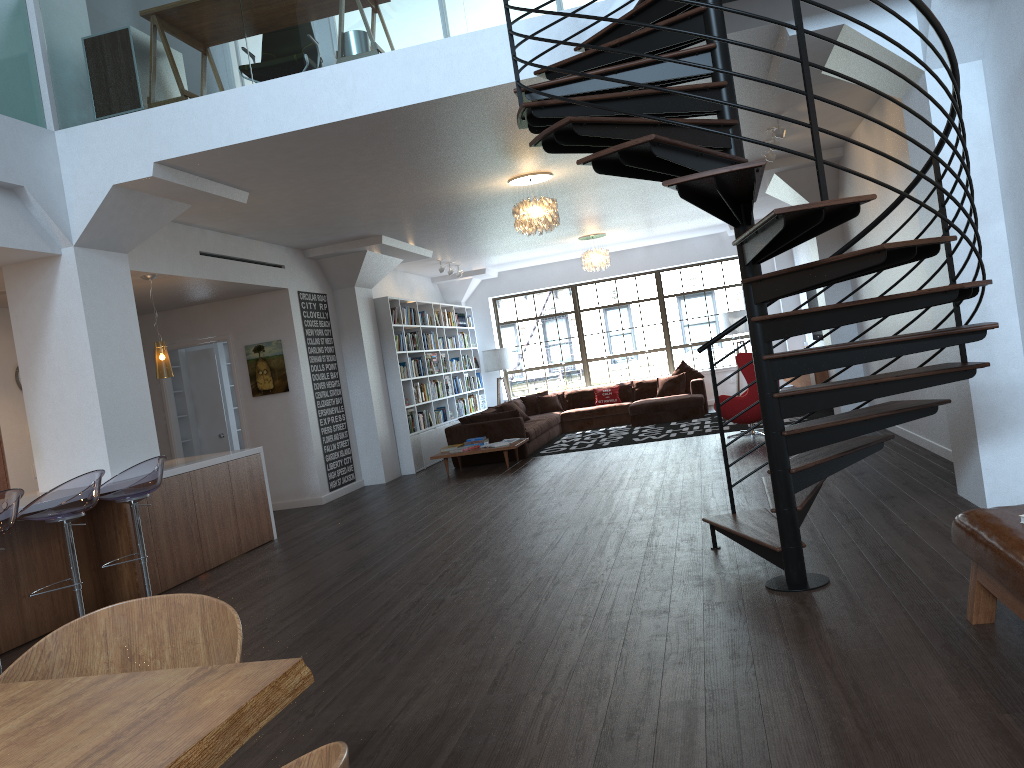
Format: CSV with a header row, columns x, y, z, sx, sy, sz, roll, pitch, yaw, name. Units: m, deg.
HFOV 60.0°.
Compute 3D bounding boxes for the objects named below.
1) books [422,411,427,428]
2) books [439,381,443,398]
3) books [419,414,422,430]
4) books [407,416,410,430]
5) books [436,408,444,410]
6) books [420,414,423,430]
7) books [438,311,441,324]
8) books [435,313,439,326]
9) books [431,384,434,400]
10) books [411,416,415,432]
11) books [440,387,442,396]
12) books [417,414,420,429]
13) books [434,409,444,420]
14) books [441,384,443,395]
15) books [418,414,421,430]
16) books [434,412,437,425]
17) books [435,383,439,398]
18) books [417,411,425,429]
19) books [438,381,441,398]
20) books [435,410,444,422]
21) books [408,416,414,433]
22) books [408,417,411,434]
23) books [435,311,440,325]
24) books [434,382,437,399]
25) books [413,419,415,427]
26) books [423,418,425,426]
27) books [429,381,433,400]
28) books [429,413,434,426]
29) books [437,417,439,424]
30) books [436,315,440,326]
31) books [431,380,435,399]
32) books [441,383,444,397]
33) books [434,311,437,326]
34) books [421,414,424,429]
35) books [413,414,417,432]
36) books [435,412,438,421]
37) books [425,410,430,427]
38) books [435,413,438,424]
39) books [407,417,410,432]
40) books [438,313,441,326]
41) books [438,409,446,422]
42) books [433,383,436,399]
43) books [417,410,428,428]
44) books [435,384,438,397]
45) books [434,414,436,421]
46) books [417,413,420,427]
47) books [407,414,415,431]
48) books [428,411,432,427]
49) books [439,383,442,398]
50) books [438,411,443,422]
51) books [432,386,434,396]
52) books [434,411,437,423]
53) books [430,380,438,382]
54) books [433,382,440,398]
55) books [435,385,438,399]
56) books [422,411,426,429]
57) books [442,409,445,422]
x,y,z,sx,sy,sz,roll,pitch,yaw,name
-1.332,0.526,12.818,0.160,0.251,0.039,-8,1,12,books
-1.184,0.098,13.793,0.183,0.253,0.034,-9,1,12,books
-1.379,0.548,12.599,0.176,0.231,0.053,-8,1,12,books
-1.485,0.566,12.094,0.160,0.251,0.031,-8,1,12,books
-1.118,0.492,13.862,0.144,0.207,0.048,-8,1,12,books
-1.363,0.549,12.640,0.161,0.223,0.033,-8,1,12,books
-1.239,-1.038,14.303,0.160,0.251,0.039,-8,1,12,books
-1.280,-1.020,14.106,0.174,0.236,0.136,-9,1,12,books
-1.270,0.123,13.318,0.160,0.250,0.026,-9,1,12,books
-1.438,0.569,12.238,0.161,0.223,0.032,-8,1,12,books
-1.180,0.113,13.763,0.161,0.223,0.027,-9,1,12,books
-1.414,0.529,12.488,0.198,0.284,0.049,-8,1,12,books
-1.136,0.501,13.714,0.146,0.202,0.027,-8,1,12,books
-1.175,0.102,13.832,0.174,0.240,0.045,-9,1,12,books
-1.377,0.553,12.554,0.161,0.223,0.032,-8,1,12,books
-1.215,0.524,13.331,0.136,0.196,0.045,-8,1,12,books
-1.226,0.116,13.578,0.174,0.240,0.045,-9,1,12,books
-1.357,0.529,12.708,0.183,0.253,0.042,-8,1,12,books
-1.199,0.099,13.696,0.180,0.259,0.060,-9,1,12,books
-1.136,0.507,13.681,0.139,0.191,0.036,-8,1,12,books
-1.459,0.566,12.164,0.174,0.240,0.054,-8,1,12,books
-1.468,0.576,12.123,0.161,0.223,0.032,-8,1,12,books
-1.256,-1.034,14.239,0.160,0.251,0.031,-8,1,12,books
-1.243,0.114,13.457,0.183,0.253,0.034,-9,1,12,books
-1.435,0.567,12.312,0.161,0.223,0.033,-8,1,12,books
-1.345,0.543,12.744,0.161,0.223,0.033,-8,1,12,books
-1.296,0.111,13.276,0.198,0.284,0.066,-9,1,12,books
-1.263,0.532,13.083,0.161,0.207,0.135,-9,1,12,books
-1.190,0.527,13.456,0.128,0.178,0.022,-8,1,12,books
-1.259,-1.010,14.158,0.161,0.207,0.130,-9,1,12,books
-1.266,0.101,13.382,0.176,0.290,0.053,-9,1,12,books
-1.156,0.107,13.864,0.161,0.223,0.026,-9,1,12,books
-1.298,-1.025,14.021,0.183,0.253,0.042,-8,1,12,books
-1.350,0.555,12.670,0.161,0.223,0.030,-9,1,12,books
-1.429,0.550,12.357,0.180,0.251,0.048,-8,1,12,books
-1.197,0.525,13.431,0.134,0.184,0.030,-8,1,12,books
-1.303,0.518,12.940,0.183,0.253,0.042,-8,1,12,books
-1.198,0.530,13.383,0.128,0.178,0.022,-8,1,12,books
-1.504,0.552,12.056,0.198,0.284,0.049,-8,1,12,books
-1.239,-1.024,14.268,0.161,0.223,0.032,-8,1,12,books
-1.109,0.494,13.820,0.146,0.202,0.027,-8,1,12,books
-1.254,0.116,13.425,0.183,0.253,0.034,-9,1,12,books
-1.327,0.520,12.857,0.180,0.259,0.042,-8,1,12,books
-1.224,0.125,13.542,0.161,0.223,0.027,-9,1,12,books
-1.221,0.528,13.290,0.139,0.191,0.036,-8,1,12,books
-1.395,0.542,12.525,0.160,0.251,0.031,-8,1,12,books
-1.447,0.554,12.276,0.183,0.253,0.042,-8,1,12,books
-1.284,0.522,13.029,0.174,0.236,0.142,-9,1,12,books
-1.186,0.101,13.737,0.160,0.250,0.026,-9,1,12,books
-1.139,0.515,13.653,0.128,0.178,0.021,-8,1,12,books
-1.260,0.135,13.343,0.161,0.223,0.026,-9,1,12,books
-1.210,0.521,13.364,0.127,0.200,0.020,-8,1,12,books
-1.213,0.086,13.649,0.176,0.290,0.036,-9,1,12,books
-1.208,0.105,13.614,0.183,0.253,0.034,-9,1,12,books
-1.236,0.116,13.501,0.171,0.246,0.057,-9,1,12,books
-1.337,0.530,12.779,0.171,0.246,0.039,-8,1,12,books
-1.122,0.498,13.739,0.146,0.202,0.027,-8,1,12,books
